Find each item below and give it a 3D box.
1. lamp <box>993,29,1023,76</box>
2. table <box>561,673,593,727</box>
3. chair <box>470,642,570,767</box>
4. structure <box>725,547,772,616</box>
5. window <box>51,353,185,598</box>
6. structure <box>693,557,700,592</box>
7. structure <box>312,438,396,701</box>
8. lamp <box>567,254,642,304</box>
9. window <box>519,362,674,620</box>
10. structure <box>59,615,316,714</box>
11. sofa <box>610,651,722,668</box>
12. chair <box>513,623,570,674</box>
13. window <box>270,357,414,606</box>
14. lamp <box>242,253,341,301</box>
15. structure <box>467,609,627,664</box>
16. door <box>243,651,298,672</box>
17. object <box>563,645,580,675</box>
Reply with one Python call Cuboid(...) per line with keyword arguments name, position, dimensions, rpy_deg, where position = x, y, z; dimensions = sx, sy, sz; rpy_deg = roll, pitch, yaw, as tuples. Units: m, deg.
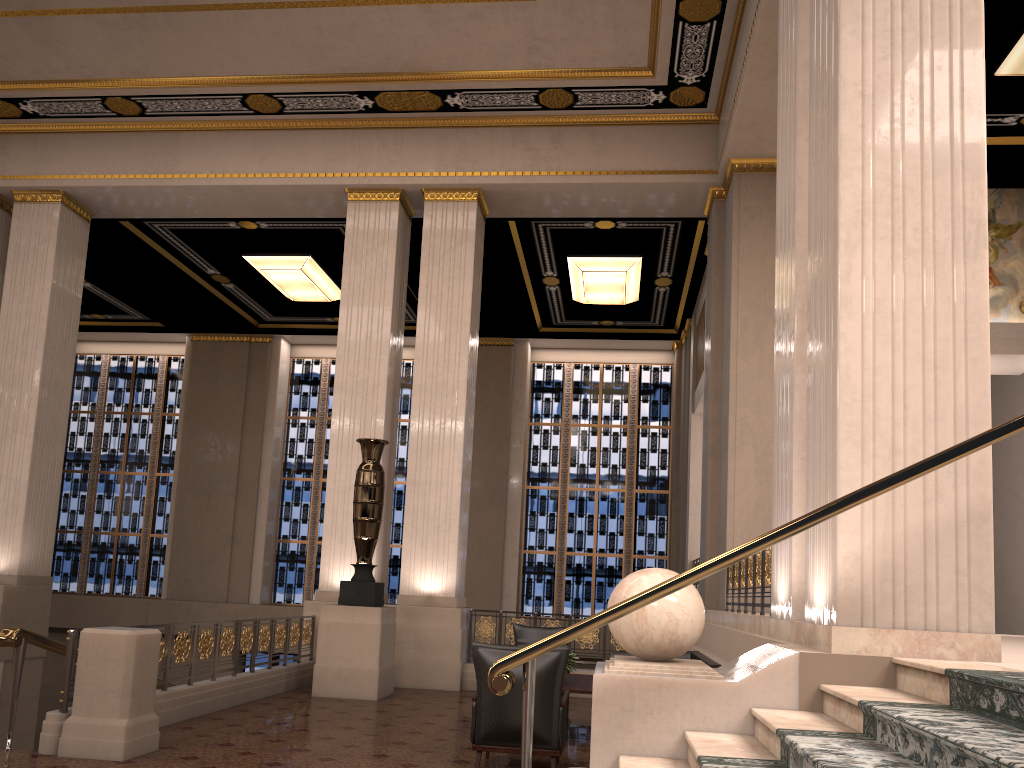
Cuboid(name="lamp", position=(5.520, -3.113, 7.992), dimensions=(1.715, 0.211, 1.191), rpy_deg=(1, -13, 7))
Cuboid(name="table", position=(0.338, 2.812, 7.728), dimensions=(0.838, 0.428, 1.504), rpy_deg=(1, -13, 7))
Cuboid(name="chair", position=(0.067, 2.194, 6.035), dimensions=(0.647, 0.831, 0.730), rpy_deg=(2, -10, 7))
Cuboid(name="structure", position=(2.124, 1.710, 7.735), dimensions=(0.032, 0.614, 3.766), rpy_deg=(2, -13, 7))
Cuboid(name="window", position=(-8.552, 1.964, 19.390), dimensions=(2.986, 5.283, 0.070), rpy_deg=(2, -7, 7))
Cuboid(name="structure", position=(3.001, 3.111, 14.103), dimensions=(0.031, 0.656, 2.197), rpy_deg=(2, -13, 7))
Cuboid(name="structure", position=(-1.640, 1.995, 9.682), dimensions=(0.700, 2.749, 0.711), rpy_deg=(2, -8, 7))
Cuboid(name="lamp", position=(1.559, -1.695, 14.780), dimensions=(1.167, 0.211, 2.056), rpy_deg=(1, -13, 7))
Cuboid(name="window", position=(1.751, 2.181, 18.161), dimensions=(2.986, 5.283, 0.070), rpy_deg=(2, -7, 7))
Cuboid(name="structure", position=(-2.678, 2.472, 8.198), dimensions=(0.079, 0.528, 5.033), rpy_deg=(2, -13, 6))
Cuboid(name="sofa", position=(1.257, 2.701, 7.639), dimensions=(0.874, 0.695, 1.960), rpy_deg=(2, -13, 7))
Cuboid(name="chair", position=(0.306, 3.016, 9.441), dimensions=(0.647, 0.831, 0.730), rpy_deg=(3, -10, 2))
Cuboid(name="window", position=(-3.488, 2.071, 18.786), dimensions=(2.986, 5.283, 0.070), rpy_deg=(2, -7, 7))
Cuboid(name="lamp", position=(-3.751, -1.807, 15.413), dimensions=(1.167, 0.211, 2.056), rpy_deg=(1, -13, 7))
Cuboid(name="structure", position=(0.721, 3.123, 10.695), dimensions=(2.533, 0.646, 0.033), rpy_deg=(1, -7, 7))
Cuboid(name="door", position=(-4.877, 6.778, 17.851), dimensions=(1.491, 2.686, 0.157), rpy_deg=(2, -7, 7))
Cuboid(name="object", position=(0.342, 2.410, 7.766), dimensions=(0.504, 0.370, 0.532), rpy_deg=(-6, -14, 39))
